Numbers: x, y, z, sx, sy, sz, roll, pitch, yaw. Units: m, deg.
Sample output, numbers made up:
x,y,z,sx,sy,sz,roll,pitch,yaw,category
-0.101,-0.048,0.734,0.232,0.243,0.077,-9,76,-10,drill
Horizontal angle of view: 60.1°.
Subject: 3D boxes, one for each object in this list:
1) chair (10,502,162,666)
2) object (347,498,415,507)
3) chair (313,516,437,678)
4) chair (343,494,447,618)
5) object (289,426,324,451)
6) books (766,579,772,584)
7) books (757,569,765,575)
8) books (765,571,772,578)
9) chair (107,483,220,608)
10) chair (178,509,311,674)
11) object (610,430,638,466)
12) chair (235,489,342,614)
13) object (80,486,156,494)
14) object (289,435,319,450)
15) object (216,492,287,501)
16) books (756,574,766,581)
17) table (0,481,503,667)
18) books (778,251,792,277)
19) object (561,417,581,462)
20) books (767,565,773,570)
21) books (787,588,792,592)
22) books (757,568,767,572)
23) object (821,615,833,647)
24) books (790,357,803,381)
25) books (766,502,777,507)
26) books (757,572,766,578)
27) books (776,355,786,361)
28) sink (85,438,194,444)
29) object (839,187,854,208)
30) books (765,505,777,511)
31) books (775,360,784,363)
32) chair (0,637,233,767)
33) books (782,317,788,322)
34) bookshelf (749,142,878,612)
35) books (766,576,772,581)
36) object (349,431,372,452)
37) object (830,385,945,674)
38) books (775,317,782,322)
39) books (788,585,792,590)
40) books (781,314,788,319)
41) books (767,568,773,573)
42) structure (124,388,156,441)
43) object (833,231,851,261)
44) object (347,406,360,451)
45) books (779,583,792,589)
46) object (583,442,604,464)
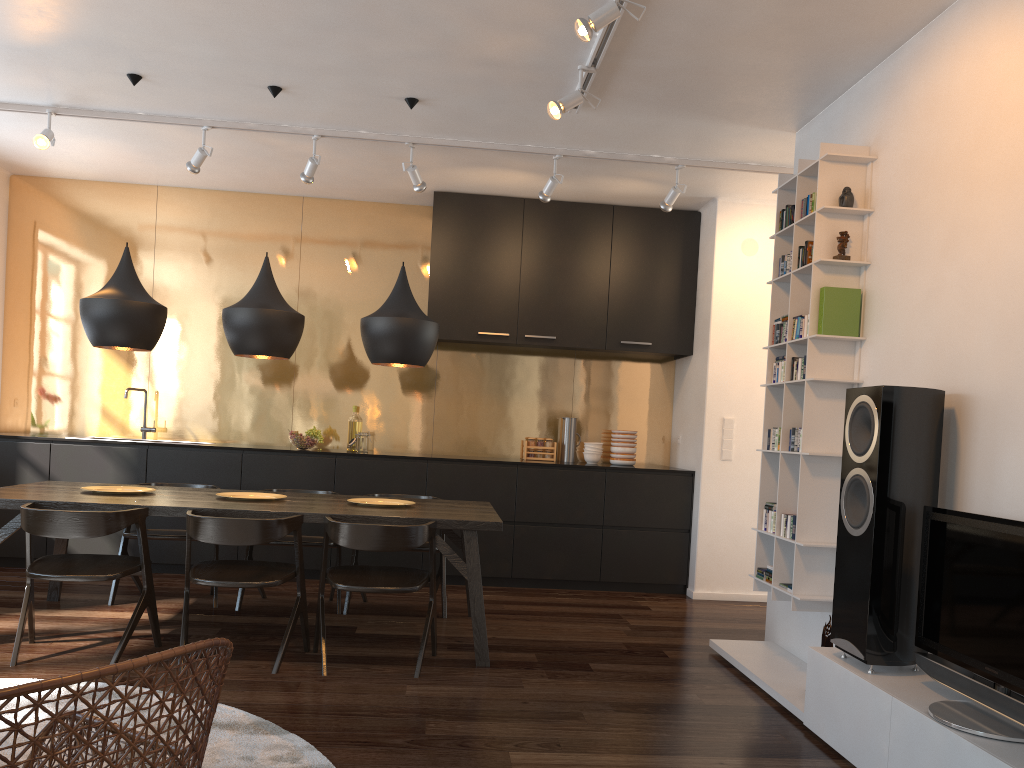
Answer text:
x,y,z,sx,sy,sz,roll,pitch,yaw,category
-1.904,0.874,3.932,0.593,0.671,0.519,3,0,-6,chair
-0.685,0.625,4.642,0.356,0.017,0.356,3,-3,-1,object
-0.616,0.951,4.046,0.593,0.671,0.519,3,0,-6,chair
-0.673,1.013,5.282,0.593,0.671,0.519,3,0,-5,chair
-1.467,0.380,6.287,0.240,0.173,0.177,4,-1,-20,object
1.269,0.950,4.240,0.069,0.016,0.107,3,-3,-5,books
1.258,0.927,4.357,0.070,0.015,0.092,3,-3,-5,books
1.266,0.916,4.239,0.069,0.023,0.107,3,-3,-5,books
-1.988,0.936,5.199,0.593,0.671,0.519,3,0,-9,chair
-1.225,0.914,3.995,0.593,0.671,0.519,3,0,-4,chair
0.852,0.487,6.754,0.198,0.264,0.197,3,0,-30,object
-1.279,0.977,5.230,0.593,0.671,0.519,3,0,-6,chair
-2.014,0.546,4.530,0.356,0.017,0.356,3,-3,-1,object
-1.481,0.419,6.300,0.218,0.097,0.219,1,-3,43,object
-1.350,0.585,4.586,0.356,0.017,0.355,4,-3,-24,object
1.256,0.954,4.356,0.074,0.015,0.098,3,-3,-5,books
-1.349,0.933,4.558,2.501,0.680,1.107,3,-2,-5,table
1.373,-0.574,4.263,0.109,0.112,0.222,3,-2,-5,books
0.453,0.430,6.798,0.164,0.340,0.114,3,1,-2,object
1.272,0.883,4.232,0.070,0.014,0.092,3,-3,-5,books
1.299,0.939,4.002,0.070,0.014,0.092,3,-3,-5,books
1.260,0.916,4.352,0.069,0.009,0.107,3,-3,-5,books
1.337,1.142,3.705,0.121,0.351,0.212,3,0,-4,object
1.345,-0.066,4.137,0.074,0.116,0.029,3,1,-5,books
1.312,0.593,4.344,0.093,0.012,0.111,3,-3,-5,books
1.258,0.940,4.356,0.070,0.014,0.092,3,-3,-5,books
1.359,-0.123,4.332,0.096,0.022,0.111,3,-3,-5,books
-1.367,0.457,6.386,3.415,0.244,0.482,3,-2,-6,sink
1.464,-0.812,3.871,0.060,0.101,0.064,3,0,-28,object
1.294,0.610,4.344,0.069,0.023,0.107,3,-3,-5,books
1.355,-0.108,4.330,0.093,0.012,0.111,3,-3,-5,books
-0.916,0.769,1.503,0.684,0.710,0.719,3,-1,28,chair
1.338,-0.309,4.210,0.069,0.018,0.107,3,-3,-5,books
1.394,-0.008,4.163,0.227,2.076,0.638,3,1,-5,bookshelf
1.268,0.934,4.233,0.070,0.014,0.092,3,-3,-5,books
-1.116,0.422,6.517,0.177,0.152,0.088,4,0,-27,object
1.368,0.520,3.192,0.281,1.003,0.294,3,1,-5,object
1.335,-0.311,4.334,0.069,0.014,0.093,3,-3,1,books
1.296,0.925,3.998,0.069,0.014,0.093,3,-3,1,books
1.348,-0.323,4.209,0.093,0.014,0.112,3,-3,-5,books
1.270,0.897,4.232,0.070,0.014,0.092,3,-3,-5,books
-2.697,0.225,6.424,0.109,0.386,0.266,3,0,11,structure
1.450,-0.603,3.875,0.064,0.140,0.045,3,1,-14,object
-1.192,0.333,6.669,0.092,0.340,0.091,2,1,-38,object
1.311,0.945,4.119,0.093,0.012,0.111,3,-3,-5,books
0.618,0.527,6.758,0.157,0.160,0.154,3,-1,23,object
